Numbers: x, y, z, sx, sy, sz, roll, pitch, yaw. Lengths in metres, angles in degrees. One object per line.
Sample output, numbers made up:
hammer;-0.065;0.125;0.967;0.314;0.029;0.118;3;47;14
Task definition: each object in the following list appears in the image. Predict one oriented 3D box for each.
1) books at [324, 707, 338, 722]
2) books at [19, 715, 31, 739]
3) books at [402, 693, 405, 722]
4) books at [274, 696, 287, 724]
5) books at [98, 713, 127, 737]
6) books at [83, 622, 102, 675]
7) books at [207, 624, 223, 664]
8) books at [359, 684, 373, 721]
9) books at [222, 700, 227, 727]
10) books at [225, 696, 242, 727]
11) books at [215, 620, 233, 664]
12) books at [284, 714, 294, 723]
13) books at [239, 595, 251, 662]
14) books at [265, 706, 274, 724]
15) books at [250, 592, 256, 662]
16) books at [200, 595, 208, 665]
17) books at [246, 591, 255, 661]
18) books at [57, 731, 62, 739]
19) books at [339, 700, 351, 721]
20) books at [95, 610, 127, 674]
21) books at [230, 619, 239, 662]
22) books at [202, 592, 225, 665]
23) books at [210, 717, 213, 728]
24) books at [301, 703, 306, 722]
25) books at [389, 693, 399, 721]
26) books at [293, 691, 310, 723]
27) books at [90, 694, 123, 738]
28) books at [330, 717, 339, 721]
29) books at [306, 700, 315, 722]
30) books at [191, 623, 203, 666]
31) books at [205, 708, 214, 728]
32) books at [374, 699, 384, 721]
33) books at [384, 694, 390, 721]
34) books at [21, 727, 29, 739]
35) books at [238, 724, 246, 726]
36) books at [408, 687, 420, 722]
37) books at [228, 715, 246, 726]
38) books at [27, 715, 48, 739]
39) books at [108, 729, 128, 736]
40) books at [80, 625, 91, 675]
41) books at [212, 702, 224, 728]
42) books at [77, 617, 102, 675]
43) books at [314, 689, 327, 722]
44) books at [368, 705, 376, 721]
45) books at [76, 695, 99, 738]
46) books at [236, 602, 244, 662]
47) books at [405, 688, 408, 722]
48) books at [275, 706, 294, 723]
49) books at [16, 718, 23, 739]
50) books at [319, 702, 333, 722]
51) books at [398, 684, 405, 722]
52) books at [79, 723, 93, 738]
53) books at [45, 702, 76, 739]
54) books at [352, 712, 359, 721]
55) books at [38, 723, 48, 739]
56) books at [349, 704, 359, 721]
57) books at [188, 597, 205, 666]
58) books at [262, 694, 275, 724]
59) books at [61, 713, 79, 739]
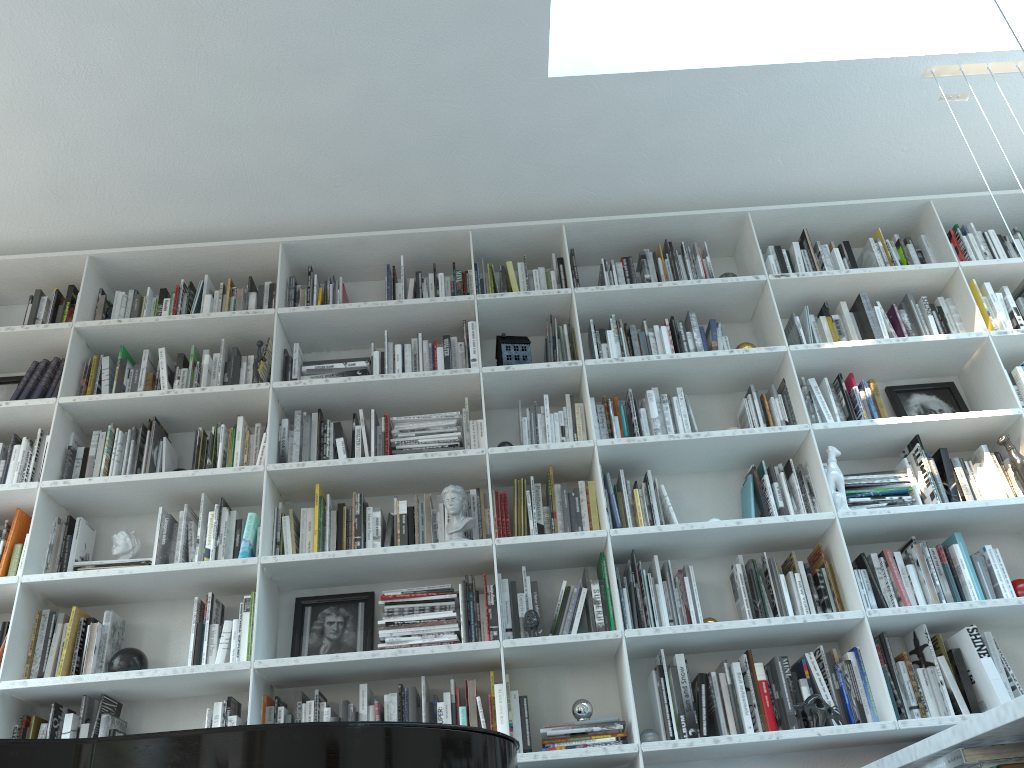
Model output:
books;-0.618;1.236;3.030;0.023;0.216;0.175;-4;-31;-2
books;-1.651;1.288;3.017;0.013;0.282;0.147;-4;-31;-2
books;-0.363;1.214;3.066;0.011;0.250;0.159;-4;-31;-2
books;-0.800;1.231;3.048;0.011;0.274;0.146;-4;-31;-2
books;-1.370;1.273;3.016;0.027;0.259;0.164;-4;-31;-2
books;-1.482;0.989;3.190;0.028;0.215;0.176;-4;-31;-2
books;-1.064;0.982;3.213;0.030;0.182;0.155;-4;-31;-2
books;-0.503;1.203;3.065;0.026;0.290;0.152;-4;-31;-2
books;-0.976;1.247;3.050;0.010;0.275;0.156;-4;-31;-2
books;-0.965;1.239;3.051;0.014;0.289;0.132;-4;-31;-2
books;-1.022;0.969;3.203;0.057;0.187;0.157;-4;-31;-2
books;-0.753;1.257;3.034;0.024;0.207;0.171;-4;-31;-2
books;-0.947;0.929;3.227;0.027;0.268;0.179;-4;-31;-2
books;-0.819;1.249;3.046;0.029;0.242;0.155;-4;-31;-2
books;-0.913;0.918;3.225;0.021;0.280;0.163;-4;-31;-2
books;-1.101;0.936;3.236;0.011;0.290;0.156;-4;-31;-2
books;-0.929;0.919;3.222;0.011;0.277;0.188;-4;-31;-2
books;-1.510;1.305;3.002;0.021;0.214;0.173;-4;-31;-2
books;-0.565;1.225;3.040;0.029;0.236;0.166;-4;-31;-2
books;-1.456;0.973;3.216;0.028;0.264;0.145;-4;-31;-2
books;-0.981;0.968;3.208;0.024;0.187;0.173;-4;-31;-2
books;-1.090;0.931;3.235;0.012;0.296;0.167;-4;-31;-2
books;-1.014;1.274;3.039;0.015;0.224;0.149;-4;-31;-2
books;-0.704;1.242;3.056;0.024;0.246;0.133;-4;-31;-2
books;-0.396;1.210;3.048;0.026;0.244;0.192;-4;-31;-2
books;-0.731;1.229;3.071;0.027;0.289;0.141;-4;-31;-2
books;-1.411;1.248;3.033;0.050;0.326;0.167;-4;-31;-2
books;-0.591;1.246;3.019;0.029;0.183;0.175;-4;-31;-2
books;-0.678;1.232;3.041;0.027;0.244;0.180;-4;-31;-2
books;-1.115;0.977;3.199;0.025;0.185;0.154;-4;-31;-2
books;-1.028;1.259;3.039;0.012;0.252;0.161;-4;-31;-2
books;-0.449;1.223;3.054;0.031;0.235;0.159;-4;-31;-2
books;-0.421;1.222;3.073;0.025;0.253;0.137;-4;-31;-2
books;-1.628;1.303;3.004;0.030;0.238;0.158;-4;-31;-2
books;-0.910;1.282;3.038;0.031;0.193;0.143;-4;-31;-2
books;-0.335;1.197;3.056;0.028;0.263;0.162;-4;-31;-2
books;-0.941;1.262;3.027;0.029;0.219;0.154;-4;-31;-2
books;-1.608;1.283;3.006;0.012;0.271;0.182;-4;-31;-2
books;-1.343;1.300;3.017;0.023;0.211;0.161;-4;-31;-2
books;-1.501;0.995;3.190;0.011;0.207;0.181;-4;-31;-2
books;-0.995;1.245;3.036;0.027;0.268;0.159;-4;-31;-2
books;-1.521;0.990;3.217;0.028;0.246;0.143;-4;-31;-2
books;-0.660;1.213;3.048;0.013;0.280;0.167;-4;-31;-2
books;-0.475;1.236;3.056;0.025;0.219;0.141;-4;-31;-2
books;-1.471;1.261;3.054;0.013;0.337;0.138;-4;-31;-2
books;-0.966;0.937;3.214;0.012;0.243;0.172;-4;-31;-2
books;-0.353;1.203;3.060;0.010;0.260;0.182;-4;-31;-2
books;-0.779;1.241;3.030;0.027;0.233;0.168;-4;-31;-2
books;-1.664;1.297;3.023;0.013;0.274;0.148;-4;-31;-2
books;-0.641;1.238;3.055;0.021;0.243;0.142;-4;-31;-2
books;-0.377;1.203;3.080;0.014;0.285;0.135;-4;-31;-2
books;-1.446;1.297;3.023;0.029;0.239;0.136;-4;-31;-2
books;-1.555;1.266;3.025;0.014;0.311;0.167;-4;-31;-2
books;-0.524;1.238;3.029;0.023;0.195;0.166;-4;-31;-2
books;-1.581;1.296;3.008;0.042;0.246;0.163;-4;-31;-2
books;-0.543;1.232;3.047;0.013;0.229;0.139;-4;-31;-2
books;-1.138;0.938;3.227;0.012;0.283;0.160;-4;-31;-2
books;-0.841;1.235;3.058;0.012;0.283;0.160;-4;-31;-2
books;-1.488;1.279;3.014;0.027;0.267;0.186;-4;-31;-2
